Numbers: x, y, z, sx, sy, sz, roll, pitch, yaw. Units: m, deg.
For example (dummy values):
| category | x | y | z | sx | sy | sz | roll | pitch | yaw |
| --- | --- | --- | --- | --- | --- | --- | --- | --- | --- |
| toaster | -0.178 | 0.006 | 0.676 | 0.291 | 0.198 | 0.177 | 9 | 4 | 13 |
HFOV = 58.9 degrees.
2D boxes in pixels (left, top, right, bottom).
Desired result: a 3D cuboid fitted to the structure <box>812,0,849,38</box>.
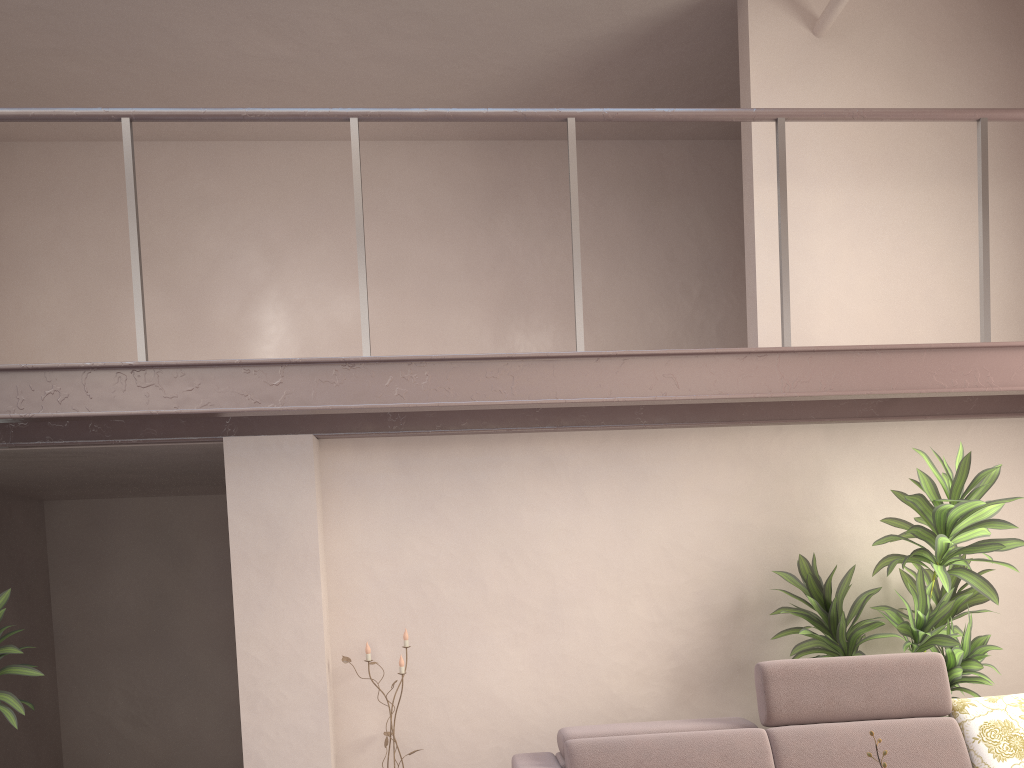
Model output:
| category | x | y | z | sx | sy | sz | roll | pitch | yaw |
| --- | --- | --- | --- | --- | --- | --- | --- | --- | --- |
| structure | 1.644 | -2.310 | 2.479 | 0.109 | 0.321 | 4.218 | -3 | -12 | -4 |

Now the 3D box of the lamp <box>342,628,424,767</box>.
| category | x | y | z | sx | sy | sz | roll | pitch | yaw |
| --- | --- | --- | --- | --- | --- | --- | --- | --- | --- |
| lamp | -0.601 | 1.717 | 4.283 | 0.334 | 1.131 | 0.236 | -1 | 3 | 29 |

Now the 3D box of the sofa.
| category | x | y | z | sx | sy | sz | roll | pitch | yaw |
| --- | --- | --- | --- | --- | --- | --- | --- | --- | --- |
| sofa | 1.297 | 1.418 | 2.876 | 3.137 | 0.940 | 2.203 | -2 | -10 | -5 |

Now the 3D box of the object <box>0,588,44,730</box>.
| category | x | y | z | sx | sy | sz | roll | pitch | yaw |
| --- | --- | --- | --- | --- | --- | --- | --- | --- | --- |
| object | -2.623 | 1.362 | 3.922 | 1.075 | 1.873 | 0.970 | -3 | 0 | 14 |

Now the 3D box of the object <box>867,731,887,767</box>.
| category | x | y | z | sx | sy | sz | roll | pitch | yaw |
| --- | --- | --- | --- | --- | --- | --- | --- | --- | --- |
| object | 0.945 | 1.087 | 2.041 | 0.299 | 0.596 | 0.370 | -3 | -1 | -10 |

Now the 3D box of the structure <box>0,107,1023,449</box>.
| category | x | y | z | sx | sy | sz | roll | pitch | yaw |
| --- | --- | --- | --- | --- | --- | --- | --- | --- | --- |
| structure | 0.435 | 0.256 | 2.563 | 7.156 | 3.222 | 3.839 | -2 | -6 | -5 |
